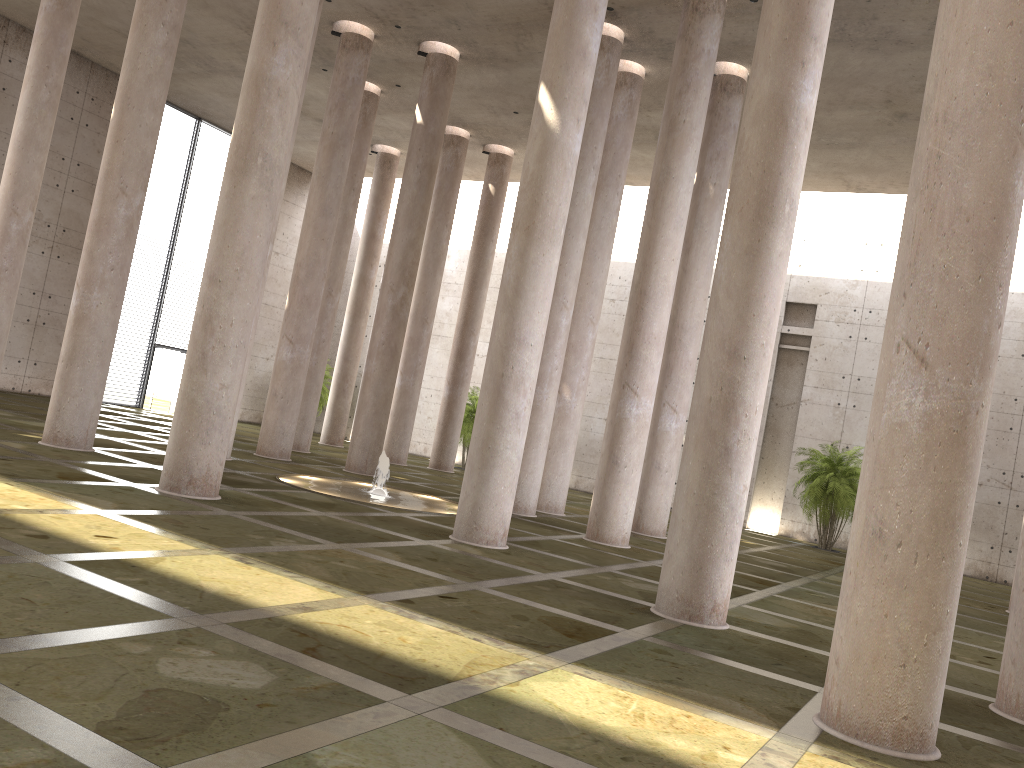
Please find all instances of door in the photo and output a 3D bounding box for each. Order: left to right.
[{"bbox_3d":[-12.436,-0.182,31.648,0.761,2.300,2.132,10,-3,9],"label":"door"}]

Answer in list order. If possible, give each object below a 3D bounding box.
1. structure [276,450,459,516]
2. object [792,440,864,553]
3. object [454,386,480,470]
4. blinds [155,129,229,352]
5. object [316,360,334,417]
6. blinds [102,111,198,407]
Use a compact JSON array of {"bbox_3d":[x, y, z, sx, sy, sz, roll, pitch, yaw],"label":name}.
[{"bbox_3d":[-2.520,1.913,17.100,3.913,1.279,3.916,11,-3,2],"label":"structure"},{"bbox_3d":[9.229,3.246,25.317,2.483,3.247,2.333,12,-3,-23],"label":"object"},{"bbox_3d":[-1.360,1.621,31.283,2.151,3.126,2.290,10,-3,12],"label":"object"},{"bbox_3d":[-11.410,-5.126,32.065,0.202,7.905,1.676,9,-3,29],"label":"blinds"},{"bbox_3d":[-8.270,0.429,35.265,2.483,3.247,2.333,9,-3,32],"label":"object"},{"bbox_3d":[-12.508,-4.288,30.490,0.202,10.110,1.676,9,-3,29],"label":"blinds"}]
